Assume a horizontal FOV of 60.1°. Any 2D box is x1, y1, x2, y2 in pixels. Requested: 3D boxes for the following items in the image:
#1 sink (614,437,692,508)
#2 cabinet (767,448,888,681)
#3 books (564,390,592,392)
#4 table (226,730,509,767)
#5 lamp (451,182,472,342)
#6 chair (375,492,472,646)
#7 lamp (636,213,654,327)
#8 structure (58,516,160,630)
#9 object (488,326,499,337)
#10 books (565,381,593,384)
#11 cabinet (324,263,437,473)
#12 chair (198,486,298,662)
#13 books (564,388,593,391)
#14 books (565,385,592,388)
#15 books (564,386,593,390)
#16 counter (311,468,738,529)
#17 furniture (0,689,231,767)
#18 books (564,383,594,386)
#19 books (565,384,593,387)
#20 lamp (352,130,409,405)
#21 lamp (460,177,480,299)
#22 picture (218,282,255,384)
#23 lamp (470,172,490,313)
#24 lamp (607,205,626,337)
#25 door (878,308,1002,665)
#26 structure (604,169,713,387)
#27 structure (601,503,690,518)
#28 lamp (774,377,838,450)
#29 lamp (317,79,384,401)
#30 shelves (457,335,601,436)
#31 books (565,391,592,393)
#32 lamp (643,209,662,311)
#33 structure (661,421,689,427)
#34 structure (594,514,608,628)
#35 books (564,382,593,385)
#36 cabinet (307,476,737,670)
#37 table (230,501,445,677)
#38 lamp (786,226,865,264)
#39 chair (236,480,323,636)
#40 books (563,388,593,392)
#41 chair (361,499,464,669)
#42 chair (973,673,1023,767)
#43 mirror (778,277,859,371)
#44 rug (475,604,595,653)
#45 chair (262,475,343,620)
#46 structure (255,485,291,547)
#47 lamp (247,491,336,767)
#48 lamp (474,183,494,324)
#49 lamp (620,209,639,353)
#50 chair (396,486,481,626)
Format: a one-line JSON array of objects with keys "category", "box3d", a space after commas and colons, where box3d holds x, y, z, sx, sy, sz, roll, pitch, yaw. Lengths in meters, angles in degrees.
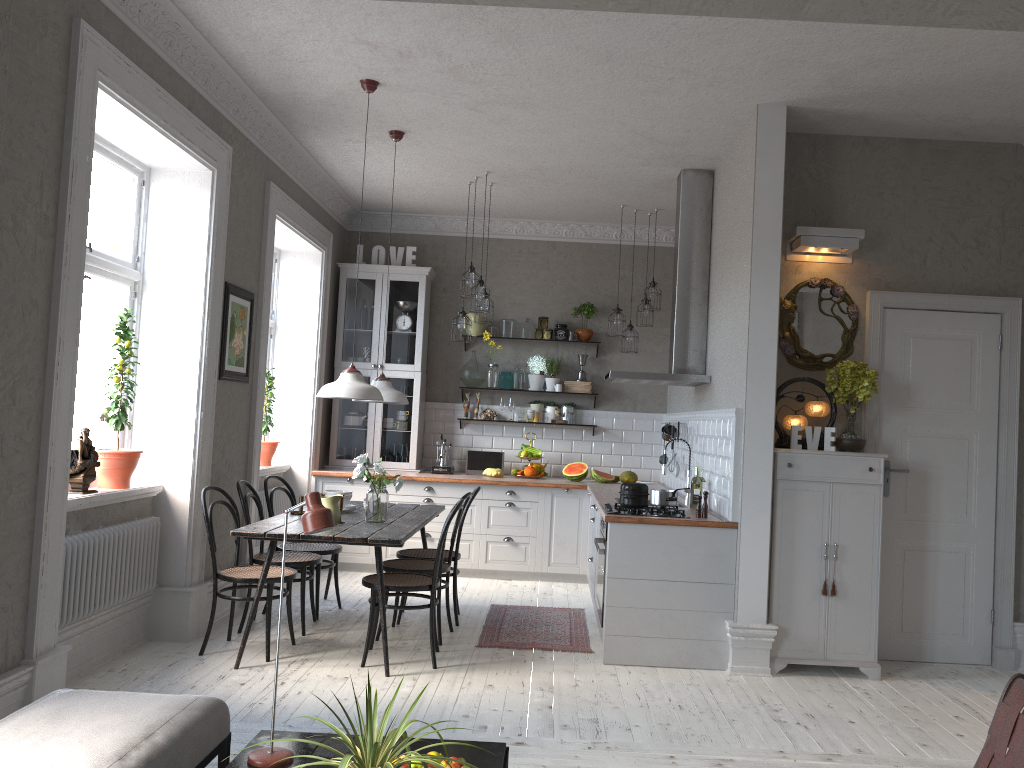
[{"category": "sink", "box3d": [0.997, 0.721, 6.173, 0.528, 0.720, 0.486, 3, -2, 1]}, {"category": "cabinet", "box3d": [1.822, 1.045, 5.277, 0.666, 1.297, 0.384, 3, -2, 1]}, {"category": "books", "box3d": [0.634, 0.070, 8.458, 0.260, 0.011, 0.158, 3, -2, 7]}, {"category": "table", "box3d": [-0.470, 1.311, 2.339, 0.849, 0.303, 1.311, 3, -2, 2]}, {"category": "lamp", "box3d": [-0.368, -1.210, 7.205, 0.149, 1.735, 0.144, 5, -3, -32]}, {"category": "chair", "box3d": [-0.552, 1.126, 5.566, 0.546, 0.921, 0.440, 3, -2, 9]}, {"category": "lamp", "box3d": [1.232, -1.384, 7.963, 0.143, 1.735, 0.150, 1, -3, 43]}, {"category": "structure", "box3d": [-2.094, 0.943, 4.489, 0.149, 0.428, 1.222, 3, -2, 1]}, {"category": "object", "box3d": [-0.177, -0.492, 8.482, 0.103, 0.111, 0.103, 3, -2, 1]}, {"category": "books", "box3d": [0.638, -0.016, 8.462, 0.260, 0.011, 0.158, 3, -2, 7]}, {"category": "cabinet", "box3d": [-1.223, -0.132, 8.329, 0.879, 1.921, 0.388, 3, -2, 1]}, {"category": "chair", "box3d": [-1.502, 1.057, 5.053, 0.546, 0.921, 0.440, 3, -2, 9]}, {"category": "books", "box3d": [0.635, 0.049, 8.459, 0.259, 0.016, 0.159, 2, -2, 10]}, {"category": "books", "box3d": [0.636, 0.027, 8.460, 0.260, 0.011, 0.158, 3, -2, 4]}, {"category": "books", "box3d": [0.636, 0.038, 8.459, 0.260, 0.011, 0.158, 3, -2, 7]}, {"category": "counter", "box3d": [-0.189, 0.813, 6.824, 3.160, 0.039, 3.392, 3, -2, 2]}, {"category": "furniture", "box3d": [-1.228, 1.180, 2.474, 0.583, 0.476, 0.828, 3, -2, 2]}, {"category": "books", "box3d": [0.637, 0.006, 8.461, 0.258, 0.016, 0.159, 2, -2, 13]}, {"category": "books", "box3d": [0.637, 0.016, 8.460, 0.260, 0.011, 0.158, 3, -2, 7]}, {"category": "lamp", "box3d": [-0.838, -0.797, 6.017, 0.377, 1.859, 0.382, 3, -3, 9]}, {"category": "lamp", "box3d": [-0.290, -1.553, 7.060, 0.148, 1.735, 0.145, 4, -3, -12]}, {"category": "picture", "box3d": [-1.795, -0.322, 5.802, 0.020, 0.620, 0.521, 3, -2, 3]}, {"category": "lamp", "box3d": [-0.208, -1.425, 6.896, 0.150, 1.735, 0.143, 5, -3, -42]}, {"category": "lamp", "box3d": [0.949, -1.278, 7.719, 0.144, 1.735, 0.149, 1, -3, 33]}, {"category": "door", "box3d": [2.652, 0.632, 5.522, 0.751, 2.183, 0.080, 3, -2, 0]}, {"category": "structure", "box3d": [1.102, -0.806, 6.638, 0.712, 1.596, 0.712, 3, -2, 2]}, {"category": "structure", "box3d": [0.820, 0.777, 5.524, 0.496, 0.031, 0.606, 3, -2, 2]}, {"category": "lamp", "box3d": [1.773, 0.236, 5.409, 0.447, 0.558, 0.173, 3, -3, 8]}, {"category": "lamp", "box3d": [-0.880, -0.836, 5.124, 0.371, 1.859, 0.387, 1, -3, 39]}, {"category": "shelves", "box3d": [0.164, 0.036, 8.455, 1.316, 0.923, 0.228, 3, -2, 0]}, {"category": "books", "box3d": [0.633, 0.082, 8.458, 0.260, 0.011, 0.158, 3, -2, 4]}, {"category": "lamp", "box3d": [1.272, -1.517, 7.799, 0.149, 1.735, 0.144, 4, -3, -27]}, {"category": "structure", "box3d": [1.362, 0.334, 7.451, 0.094, 0.053, 1.086, 3, -2, 3]}, {"category": "structure", "box3d": [0.827, 1.142, 5.503, 0.618, 0.623, 0.622, 3, -2, 2]}, {"category": "books", "box3d": [0.638, -0.005, 8.461, 0.259, 0.016, 0.159, 2, -2, 10]}, {"category": "cabinet", "box3d": [0.248, 1.252, 6.951, 2.030, 0.854, 4.106, 5, -3, -42]}, {"category": "table", "box3d": [-1.003, 1.197, 5.580, 0.904, 0.735, 1.921, 3, -2, 2]}, {"category": "lamp", "box3d": [1.944, -0.862, 5.504, 0.415, 0.171, 0.219, 3, -2, 1]}, {"category": "chair", "box3d": [-1.480, 1.081, 5.608, 0.550, 0.921, 0.437, 3, -2, -1]}, {"category": "books", "box3d": [0.634, 0.060, 8.458, 0.258, 0.016, 0.159, 2, -2, 13]}, {"category": "chair", "box3d": [-0.572, 1.103, 5.033, 0.550, 0.921, 0.437, 3, -2, -1]}, {"category": "chair", "box3d": [1.018, 1.173, 2.330, 1.016, 0.721, 0.507, 3, -2, 1]}, {"category": "mirror", "box3d": [1.919, -0.380, 5.565, 0.532, 0.593, 0.071, 3, -2, 0]}, {"category": "rug", "box3d": [0.168, 1.631, 5.976, 0.735, 0.014, 1.290, 3, -2, 2]}, {"category": "chair", "box3d": [-1.440, 1.103, 6.094, 0.544, 0.921, 0.442, 2, -3, 14]}, {"category": "structure", "box3d": [-1.978, 1.054, 7.020, 0.149, 0.428, 1.222, 3, -2, 1]}, {"category": "lamp", "box3d": [-0.680, 0.747, 2.727, 0.246, 0.839, 0.141, 1, -3, 37]}, {"category": "lamp", "box3d": [-0.185, -1.360, 7.207, 0.148, 1.735, 0.145, 4, -3, -12]}, {"category": "lamp", "box3d": [1.078, -1.144, 7.847, 0.149, 1.735, 0.144, 4, -3, -27]}, {"category": "chair", "box3d": [-0.512, 1.148, 6.050, 0.550, 0.921, 0.437, 3, -2, -1]}]
